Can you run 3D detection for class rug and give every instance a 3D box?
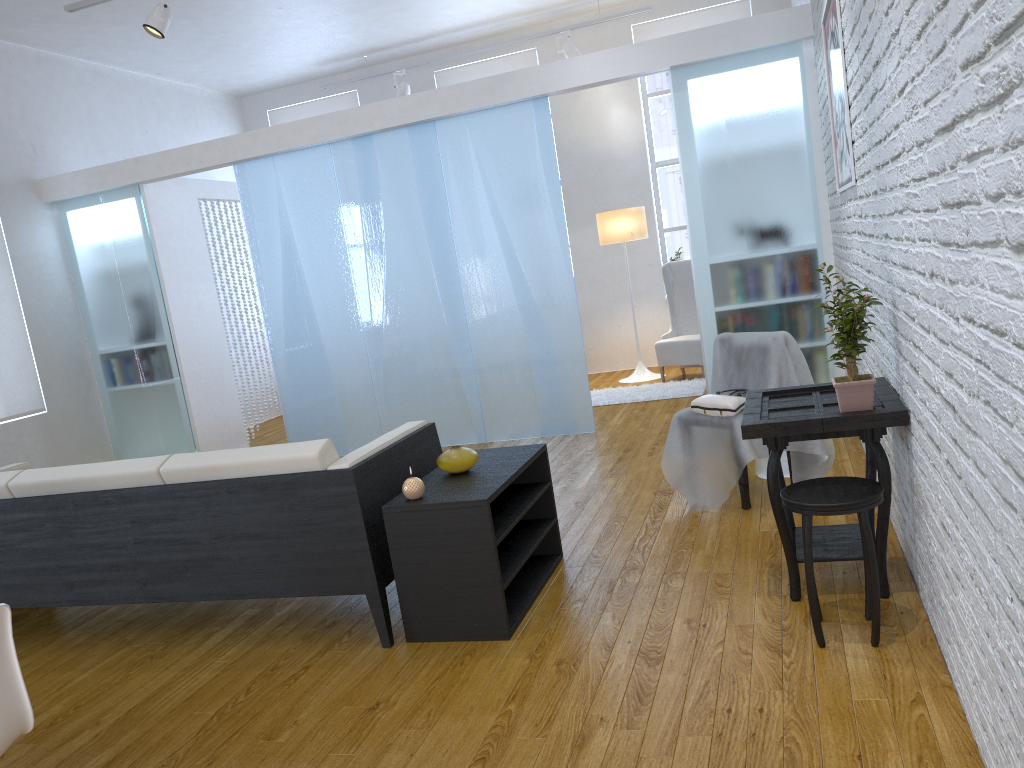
[{"bbox_3d":[0.992,0.057,6.913,1.096,0.047,0.752,-7,8,17],"label":"rug"}]

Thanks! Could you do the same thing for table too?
[{"bbox_3d":[0.983,0.330,2.767,0.440,0.581,0.560,-6,9,18],"label":"table"}]

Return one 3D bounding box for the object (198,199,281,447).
[{"bbox_3d":[-2.190,-0.543,7.520,0.051,2.025,0.917,-6,9,17],"label":"object"}]

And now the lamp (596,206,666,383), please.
[{"bbox_3d":[1.026,-0.760,7.624,0.413,1.457,0.410,-2,11,36],"label":"lamp"}]

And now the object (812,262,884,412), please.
[{"bbox_3d":[0.966,-0.135,2.544,0.176,0.438,0.236,-1,12,42],"label":"object"}]

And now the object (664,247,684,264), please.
[{"bbox_3d":[1.522,-1.030,8.153,0.237,0.438,0.175,-1,12,42],"label":"object"}]

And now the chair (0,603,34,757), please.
[{"bbox_3d":[-1.065,0.577,1.517,0.419,0.353,0.403,-6,9,20],"label":"chair"}]

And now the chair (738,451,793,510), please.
[{"bbox_3d":[0.959,0.152,3.801,0.340,0.667,0.347,-14,10,-31],"label":"chair"}]

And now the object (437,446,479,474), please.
[{"bbox_3d":[-0.188,0.261,3.070,0.146,0.091,0.146,-14,9,-30],"label":"object"}]

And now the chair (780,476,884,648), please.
[{"bbox_3d":[0.882,0.482,2.397,0.262,0.410,0.261,-9,9,-1],"label":"chair"}]

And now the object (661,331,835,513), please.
[{"bbox_3d":[0.963,0.143,3.790,0.633,0.691,0.644,-14,10,-33],"label":"object"}]

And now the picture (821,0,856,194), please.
[{"bbox_3d":[1.328,-1.184,3.626,0.010,0.773,0.915,-6,9,18],"label":"picture"}]

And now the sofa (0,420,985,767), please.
[{"bbox_3d":[-1.152,0.448,4.115,5.342,0.682,9.669,-7,8,18],"label":"sofa"}]

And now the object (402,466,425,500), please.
[{"bbox_3d":[-0.314,0.309,2.797,0.071,0.104,0.071,0,12,44],"label":"object"}]

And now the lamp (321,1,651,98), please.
[{"bbox_3d":[-0.299,-2.906,7.925,3.121,0.489,0.196,-7,9,16],"label":"lamp"}]

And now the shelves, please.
[{"bbox_3d":[-0.104,0.524,3.083,0.349,0.453,0.726,-6,8,18],"label":"shelves"}]

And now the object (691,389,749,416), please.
[{"bbox_3d":[0.905,0.075,3.709,0.223,0.085,0.232,-14,9,-36],"label":"object"}]

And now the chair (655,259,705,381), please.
[{"bbox_3d":[1.433,-0.531,7.299,0.472,0.966,0.376,-1,12,42],"label":"chair"}]

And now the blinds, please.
[{"bbox_3d":[-3.575,-0.780,5.762,0.007,2.122,0.757,-6,9,18],"label":"blinds"}]

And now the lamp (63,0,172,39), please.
[{"bbox_3d":[-1.208,-2.365,4.889,3.120,0.489,0.204,-7,9,15],"label":"lamp"}]
